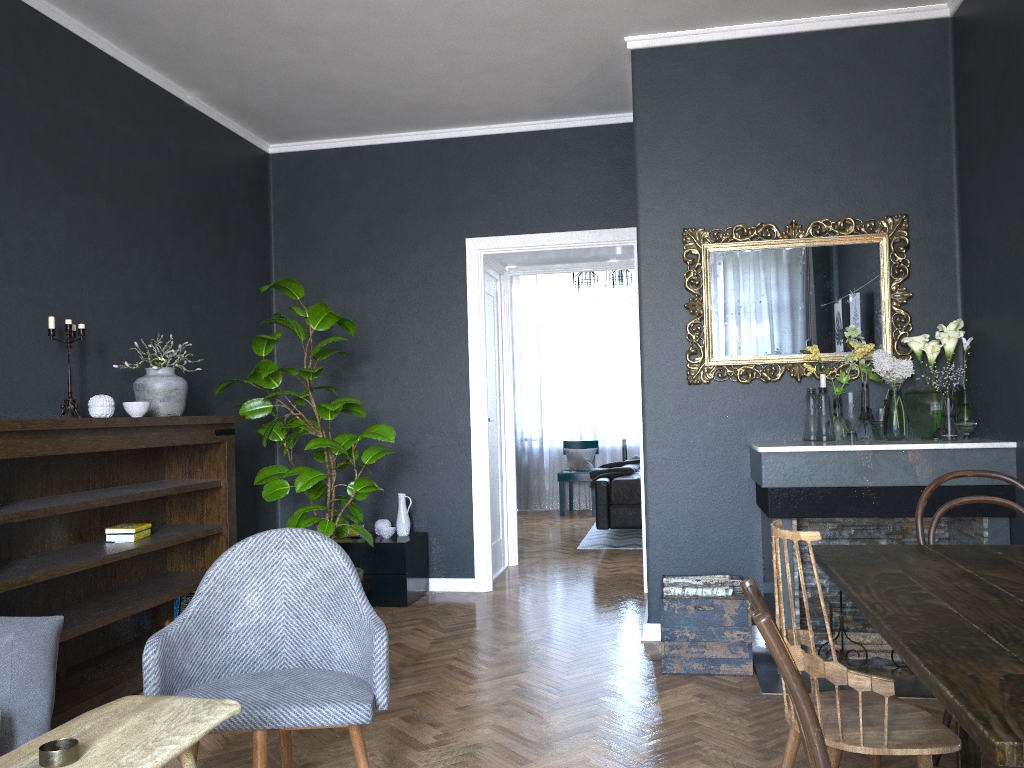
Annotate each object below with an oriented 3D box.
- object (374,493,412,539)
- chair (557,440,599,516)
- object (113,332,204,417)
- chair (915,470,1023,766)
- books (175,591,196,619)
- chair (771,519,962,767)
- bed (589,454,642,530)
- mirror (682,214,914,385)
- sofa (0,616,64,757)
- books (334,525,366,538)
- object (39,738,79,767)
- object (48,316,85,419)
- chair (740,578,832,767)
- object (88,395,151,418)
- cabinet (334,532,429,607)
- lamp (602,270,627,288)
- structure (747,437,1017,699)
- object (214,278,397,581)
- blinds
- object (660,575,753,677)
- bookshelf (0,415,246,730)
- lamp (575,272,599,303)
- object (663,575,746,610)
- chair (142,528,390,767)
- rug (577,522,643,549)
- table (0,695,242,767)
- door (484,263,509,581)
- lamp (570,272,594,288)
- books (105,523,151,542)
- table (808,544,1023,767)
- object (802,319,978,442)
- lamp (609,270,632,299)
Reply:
[{"bbox_3d":[-0.779,0.822,5.564,0.228,0.268,0.228,-3,-2,44],"label":"object"},{"bbox_3d":[0.750,1.035,9.833,0.436,0.798,0.592,-2,-1,11],"label":"chair"},{"bbox_3d":[-1.682,-0.047,4.229,0.385,0.412,0.275,-1,-1,-11],"label":"object"},{"bbox_3d":[1.457,0.730,2.602,0.438,0.920,0.549,-2,-1,13],"label":"chair"},{"bbox_3d":[-1.635,1.153,4.505,0.179,0.193,0.122,-2,-1,14],"label":"books"},{"bbox_3d":[0.835,0.771,2.181,0.384,0.856,0.456,-2,-1,-4],"label":"chair"},{"bbox_3d":[1.929,0.769,8.132,2.375,1.161,2.266,-2,-2,11],"label":"bed"},{"bbox_3d":[1.363,-0.399,4.264,1.057,0.784,0.067,-2,-1,11],"label":"mirror"},{"bbox_3d":[-1.911,0.853,1.556,0.970,0.798,2.341,-2,-2,10],"label":"sofa"},{"bbox_3d":[-1.043,0.932,5.613,0.215,0.066,0.162,-2,-2,6],"label":"books"},{"bbox_3d":[-0.846,0.656,1.435,0.103,0.033,0.369,-2,-2,21],"label":"object"},{"bbox_3d":[-1.899,-0.069,3.770,0.130,0.437,0.145,-1,-1,-43],"label":"object"},{"bbox_3d":[0.662,0.770,1.548,0.467,0.819,0.363,-2,-1,10],"label":"chair"},{"bbox_3d":[-1.720,0.097,3.893,0.255,0.104,0.118,-1,-2,-24],"label":"object"},{"bbox_3d":[-0.903,1.154,5.551,0.650,0.390,0.456,-2,-1,11],"label":"cabinet"},{"bbox_3d":[0.898,-1.247,7.858,0.210,0.769,0.210,-2,-1,24],"label":"lamp"},{"bbox_3d":[1.573,0.745,3.839,1.065,0.981,0.834,-2,-1,11],"label":"structure"},{"bbox_3d":[-1.118,0.391,4.865,1.118,1.898,0.764,-2,-1,4],"label":"object"},{"bbox_3d":[1.345,0.028,10.151,3.993,2.788,0.312,-2,-1,11],"label":"blinds"},{"bbox_3d":[0.877,1.087,4.047,0.383,0.326,0.552,-2,-2,11],"label":"object"},{"bbox_3d":[-1.764,0.730,3.695,0.451,1.172,1.919,-2,-2,11],"label":"bookshelf"},{"bbox_3d":[0.715,-1.202,8.583,0.210,0.804,0.210,-2,-1,24],"label":"lamp"},{"bbox_3d":[0.879,1.011,4.048,0.370,0.246,0.533,-2,-2,11],"label":"object"},{"bbox_3d":[-0.675,0.840,2.486,0.645,0.811,0.495,-1,-1,-11],"label":"chair"},{"bbox_3d":[1.434,1.365,8.185,1.458,0.013,2.045,-2,-2,11],"label":"rug"},{"bbox_3d":[-0.787,0.948,1.558,0.339,0.550,0.788,-2,-1,11],"label":"table"},{"bbox_3d":[-0.171,0.254,6.222,0.162,2.186,0.857,-2,-1,11],"label":"door"},{"bbox_3d":[0.639,-1.262,8.202,0.210,0.714,0.210,-2,-1,24],"label":"lamp"},{"bbox_3d":[-1.732,0.703,4.053,0.174,0.113,0.197,-2,-2,-1],"label":"books"},{"bbox_3d":[1.305,0.806,1.773,1.126,0.727,1.605,-2,-2,11],"label":"table"},{"bbox_3d":[1.692,-0.018,3.987,0.727,0.547,0.474,-2,-1,13],"label":"object"},{"bbox_3d":[1.076,-1.233,8.829,0.210,0.747,0.210,-2,-1,24],"label":"lamp"}]
